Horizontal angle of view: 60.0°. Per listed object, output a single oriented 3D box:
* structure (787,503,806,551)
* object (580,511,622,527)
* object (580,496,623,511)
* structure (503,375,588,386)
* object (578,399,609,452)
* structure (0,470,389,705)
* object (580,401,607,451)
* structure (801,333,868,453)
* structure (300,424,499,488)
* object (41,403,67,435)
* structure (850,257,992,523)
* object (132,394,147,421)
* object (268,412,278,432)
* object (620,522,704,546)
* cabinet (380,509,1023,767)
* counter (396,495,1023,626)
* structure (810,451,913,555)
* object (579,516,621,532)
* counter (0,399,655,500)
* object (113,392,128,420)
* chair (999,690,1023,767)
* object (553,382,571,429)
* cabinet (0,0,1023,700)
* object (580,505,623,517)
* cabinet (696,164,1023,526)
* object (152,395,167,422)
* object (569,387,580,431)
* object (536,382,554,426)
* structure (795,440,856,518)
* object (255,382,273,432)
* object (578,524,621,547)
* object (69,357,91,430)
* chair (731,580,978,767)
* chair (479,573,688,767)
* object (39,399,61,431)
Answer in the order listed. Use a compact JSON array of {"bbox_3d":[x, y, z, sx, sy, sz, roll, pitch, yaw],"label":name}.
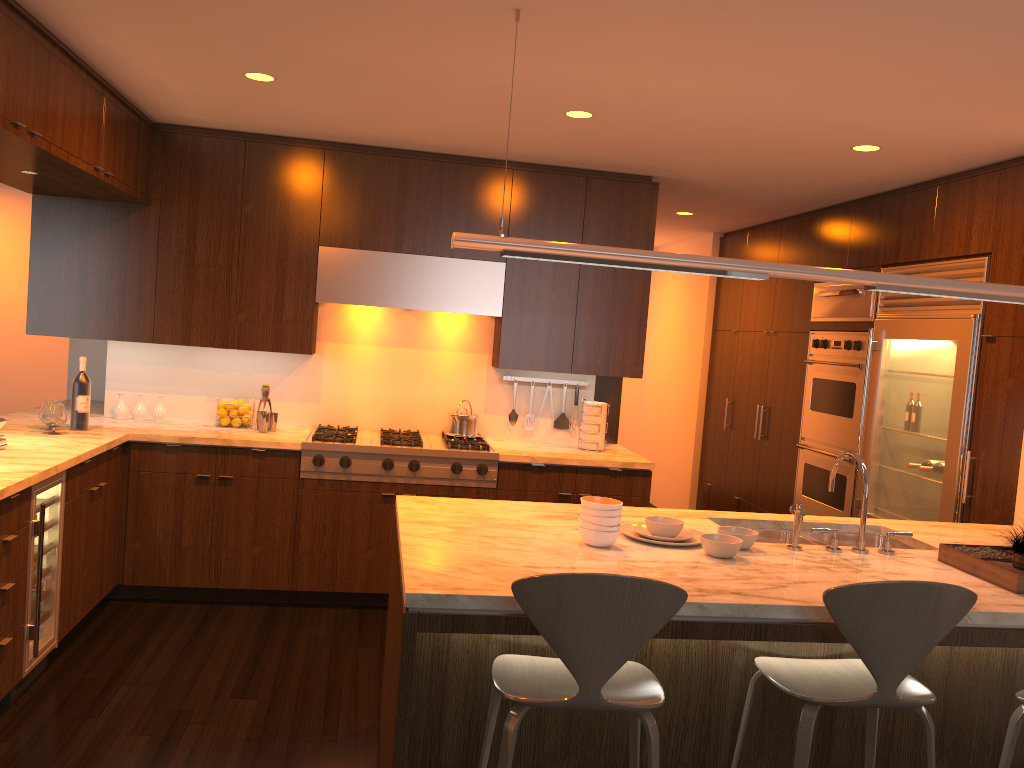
[{"bbox_3d":[0.987,0.494,3.070,0.050,0.161,0.067,4,3,-9],"label":"structure"},{"bbox_3d":[0.289,0.453,2.906,0.140,0.062,0.139,4,3,-9],"label":"object"},{"bbox_3d":[0.292,0.410,2.904,0.140,0.062,0.139,4,3,0],"label":"object"},{"bbox_3d":[0.213,-0.020,5.559,0.541,0.031,0.048,4,3,-5],"label":"structure"},{"bbox_3d":[0.490,0.251,5.398,0.160,0.304,0.168,7,4,35],"label":"object"},{"bbox_3d":[-1.000,0.808,4.771,3.400,0.862,3.060,4,3,-9],"label":"structure"},{"bbox_3d":[0.498,0.254,5.392,0.144,0.286,0.149,3,4,-27],"label":"object"},{"bbox_3d":[2.304,0.340,5.664,0.687,1.294,0.743,4,3,-9],"label":"structure"},{"bbox_3d":[-0.652,0.312,5.197,1.067,0.422,0.824,4,3,-9],"label":"structure"},{"bbox_3d":[-2.258,0.171,4.374,0.112,0.151,0.112,5,3,10],"label":"object"},{"bbox_3d":[2.403,0.436,4.813,0.687,2.129,0.915,4,3,-9],"label":"structure"},{"bbox_3d":[-2.157,0.134,5.145,0.079,0.154,0.079,3,4,-26],"label":"object"},{"bbox_3d":[-1.383,0.220,5.119,0.060,0.106,0.060,6,4,23],"label":"object"},{"bbox_3d":[0.527,0.528,3.090,0.310,0.021,0.309,4,3,-9],"label":"object"},{"bbox_3d":[0.938,1.048,3.094,2.713,0.876,1.281,4,3,-9],"label":"cabinet"},{"bbox_3d":[0.973,0.593,3.069,2.711,0.038,1.280,4,3,-9],"label":"counter"},{"bbox_3d":[1.254,0.421,3.139,0.310,0.341,0.321,6,4,29],"label":"structure"},{"bbox_3d":[0.287,0.475,2.908,0.140,0.068,0.139,3,4,-26],"label":"object"},{"bbox_3d":[-0.961,0.350,4.681,3.616,0.038,3.187,4,3,-9],"label":"counter"},{"bbox_3d":[-2.264,0.126,5.131,0.079,0.154,0.079,3,4,-26],"label":"object"},{"bbox_3d":[1.684,1.058,2.452,0.520,1.047,0.506,2,4,-34],"label":"chair"},{"bbox_3d":[0.323,0.138,5.596,0.112,0.303,0.036,4,3,-9],"label":"object"},{"bbox_3d":[0.211,-0.105,3.631,5.521,2.997,7.728,4,3,-9],"label":"cabinet"},{"bbox_3d":[0.290,0.432,2.905,0.140,0.064,0.139,2,4,-34],"label":"object"},{"bbox_3d":[2.295,0.160,5.888,0.690,2.540,3.924,4,3,-9],"label":"cabinet"},{"bbox_3d":[-2.048,0.141,5.160,0.079,0.154,0.079,3,4,-26],"label":"object"},{"bbox_3d":[0.401,0.159,5.592,0.063,0.281,0.063,2,4,-31],"label":"object"},{"bbox_3d":[0.217,0.123,5.563,0.114,0.271,0.008,4,3,-9],"label":"object"},{"bbox_3d":[1.969,0.673,5.637,0.064,0.544,0.710,4,3,-9],"label":"structure"},{"bbox_3d":[-1.417,0.131,5.035,0.088,0.288,0.101,6,3,21],"label":"object"},{"bbox_3d":[0.285,0.499,2.909,0.140,0.059,0.139,3,3,-17],"label":"object"},{"bbox_3d":[-2.226,0.048,4.583,0.094,0.378,0.095,5,3,17],"label":"object"},{"bbox_3d":[0.938,0.997,2.494,0.520,1.047,0.506,4,3,-9],"label":"chair"},{"bbox_3d":[0.163,0.946,2.333,0.520,1.047,0.506,4,3,-4],"label":"chair"},{"bbox_3d":[-2.340,0.157,4.503,0.112,0.151,0.112,5,3,10],"label":"object"}]
